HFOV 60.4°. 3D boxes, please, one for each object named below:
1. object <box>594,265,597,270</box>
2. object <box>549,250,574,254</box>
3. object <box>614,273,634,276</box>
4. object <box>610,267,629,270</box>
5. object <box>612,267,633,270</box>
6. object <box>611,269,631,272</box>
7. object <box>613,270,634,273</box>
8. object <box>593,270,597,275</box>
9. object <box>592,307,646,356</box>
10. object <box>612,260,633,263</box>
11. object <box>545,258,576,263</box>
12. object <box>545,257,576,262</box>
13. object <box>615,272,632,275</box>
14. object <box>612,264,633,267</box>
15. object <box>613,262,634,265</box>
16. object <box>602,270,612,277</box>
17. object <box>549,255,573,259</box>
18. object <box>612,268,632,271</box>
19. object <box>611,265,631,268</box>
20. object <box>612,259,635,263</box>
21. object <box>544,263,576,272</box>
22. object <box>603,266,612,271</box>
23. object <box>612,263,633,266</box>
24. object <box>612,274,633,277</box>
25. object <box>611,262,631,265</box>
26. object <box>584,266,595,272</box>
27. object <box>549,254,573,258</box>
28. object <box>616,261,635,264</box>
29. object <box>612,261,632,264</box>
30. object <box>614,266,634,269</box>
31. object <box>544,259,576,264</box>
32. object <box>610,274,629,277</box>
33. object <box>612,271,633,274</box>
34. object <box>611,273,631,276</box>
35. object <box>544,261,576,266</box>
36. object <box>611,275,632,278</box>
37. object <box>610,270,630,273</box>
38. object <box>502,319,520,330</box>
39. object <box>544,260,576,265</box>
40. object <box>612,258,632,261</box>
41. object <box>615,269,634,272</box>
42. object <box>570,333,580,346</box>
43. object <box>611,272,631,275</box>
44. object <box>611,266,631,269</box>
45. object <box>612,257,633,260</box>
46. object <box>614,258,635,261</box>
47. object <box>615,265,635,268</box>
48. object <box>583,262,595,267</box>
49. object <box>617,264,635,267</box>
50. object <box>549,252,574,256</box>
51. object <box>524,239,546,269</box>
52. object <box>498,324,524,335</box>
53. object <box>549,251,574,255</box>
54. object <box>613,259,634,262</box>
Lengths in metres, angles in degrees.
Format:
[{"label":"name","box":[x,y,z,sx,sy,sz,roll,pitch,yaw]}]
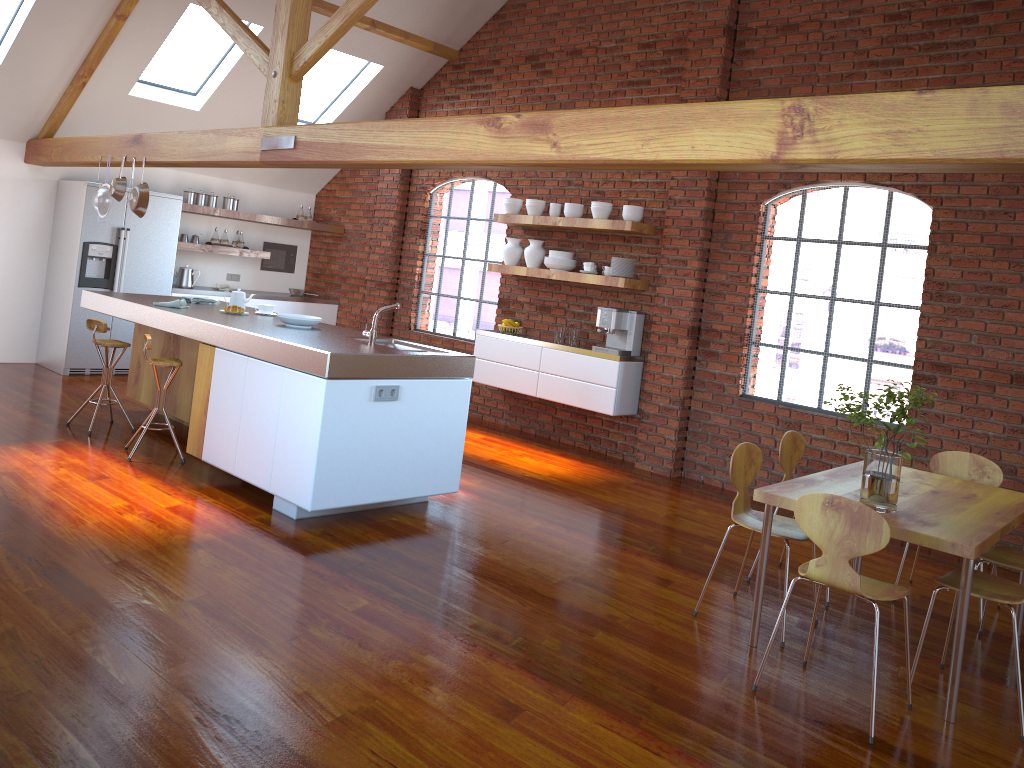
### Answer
[{"label":"object","box":[0.675,-0.986,7.505,0.092,0.058,0.100,8,5,11]},{"label":"object","box":[0.424,-1.114,7.592,0.215,0.055,0.213,11,8,34]},{"label":"object","box":[0.890,-0.885,7.137,0.193,0.014,0.197,3,8,-30]},{"label":"object","box":[0.895,-0.927,7.137,0.193,0.014,0.197,3,8,-30]},{"label":"object","box":[0.896,-0.931,7.137,0.193,0.014,0.197,3,8,-30]},{"label":"object","box":[0.893,-0.913,7.137,0.193,0.014,0.197,3,8,-30]},{"label":"object","box":[0.893,-0.909,7.137,0.193,0.014,0.197,3,8,-30]},{"label":"object","box":[0.677,-0.954,7.504,0.092,0.047,0.099,9,6,22]},{"label":"object","box":[0.850,-0.433,7.131,0.273,0.369,0.377,9,4,43]},{"label":"object","box":[0.902,-0.987,7.137,0.193,0.014,0.197,3,8,-30]},{"label":"object","box":[0.416,-1.043,7.591,0.283,0.055,0.281,10,7,26]},{"label":"object","box":[0.417,-1.053,7.592,0.283,0.055,0.281,10,7,26]},{"label":"object","box":[0.891,-0.894,7.137,0.193,0.014,0.197,3,8,-30]},{"label":"object","box":[0.898,-0.954,7.137,0.193,0.014,0.197,3,8,-30]},{"label":"object","box":[0.901,-0.972,7.137,0.193,0.014,0.197,3,8,-30]},{"label":"object","box":[0.802,-0.913,7.297,0.092,0.047,0.100,6,6,-12]},{"label":"object","box":[0.419,-1.072,7.592,0.215,0.055,0.213,11,8,34]},{"label":"object","box":[0.894,-0.922,7.137,0.193,0.014,0.197,3,8,-30]},{"label":"object","box":[0.897,-0.945,7.137,0.193,0.014,0.197,3,8,-30]},{"label":"object","box":[0.903,-0.991,7.138,0.193,0.014,0.197,3,8,-30]},{"label":"object","box":[0.411,-1.002,7.591,0.283,0.055,0.281,10,7,26]},{"label":"object","box":[0.811,-0.945,7.300,0.091,0.058,0.101,5,6,-24]},{"label":"object","box":[0.899,-0.963,7.137,0.193,0.014,0.197,3,8,-30]},{"label":"object","box":[0.889,-0.876,7.137,0.193,0.014,0.197,3,8,-30]},{"label":"object","box":[0.900,-0.968,7.137,0.193,0.014,0.197,3,8,-30]},{"label":"object","box":[0.639,-0.953,7.323,0.093,0.047,0.098,11,7,37]},{"label":"object","box":[0.421,-1.084,7.592,0.215,0.055,0.213,11,8,34]},{"label":"object","box":[0.902,-0.982,7.137,0.193,0.014,0.197,3,8,-30]},{"label":"object","box":[0.901,-0.977,7.137,0.193,0.014,0.197,3,8,-30]},{"label":"object","box":[0.897,-0.940,7.137,0.193,0.014,0.197,3,8,-30]},{"label":"object","box":[0.415,-1.034,7.591,0.283,0.055,0.281,10,7,26]},{"label":"object","box":[0.888,-0.871,7.137,0.193,0.014,0.197,3,8,-30]},{"label":"object","box":[0.892,-0.899,7.137,0.193,0.014,0.197,3,8,-30]},{"label":"object","box":[0.889,-0.881,7.137,0.193,0.014,0.197,3,8,-30]},{"label":"object","box":[0.412,-1.012,7.591,0.283,0.055,0.281,10,7,26]},{"label":"object","box":[0.888,-0.867,7.137,0.193,0.014,0.197,3,8,-30]},{"label":"object","box":[0.892,-0.904,7.137,0.193,0.014,0.197,3,8,-30]},{"label":"object","box":[-0.006,-0.537,7.915,0.183,0.085,0.067,6,3,-9]},{"label":"object","box":[0.413,-1.024,7.591,0.283,0.055,0.281,10,7,26]},{"label":"object","box":[0.904,-1.000,7.138,0.193,0.014,0.197,3,8,-30]},{"label":"object","box":[0.894,-0.918,7.137,0.193,0.014,0.197,3,8,-30]},{"label":"object","box":[0.522,-0.369,7.376,0.077,0.104,0.079,5,3,-35]},{"label":"object","box":[0.890,-0.890,7.137,0.193,0.014,0.197,3,8,-30]},{"label":"object","box":[0.896,-0.936,7.137,0.193,0.014,0.197,3,8,-30]},{"label":"object","box":[0.905,-1.010,7.138,0.193,0.014,0.197,3,8,-30]},{"label":"object","box":[0.904,-1.005,7.138,0.193,0.014,0.197,3,8,-30]},{"label":"object","box":[0.898,-0.949,7.137,0.193,0.014,0.197,3,8,-30]},{"label":"object","box":[0.637,-0.986,7.325,0.092,0.058,0.100,9,6,26]},{"label":"object","box":[0.899,-0.958,7.137,0.193,0.014,0.197,3,8,-30]},{"label":"object","box":[0.422,-1.094,7.592,0.215,0.055,0.213,11,8,34]},{"label":"object","box":[0.203,-1.151,7.816,0.193,0.249,0.192,8,3,15]},{"label":"object","box":[-0.015,-0.490,7.962,0.235,0.071,0.237,7,6,0]},{"label":"object","box":[0.423,-1.103,7.592,0.215,0.055,0.213,11,8,34]},{"label":"object","box":[0.903,-0.995,7.138,0.193,0.014,0.197,3,8,-30]}]
